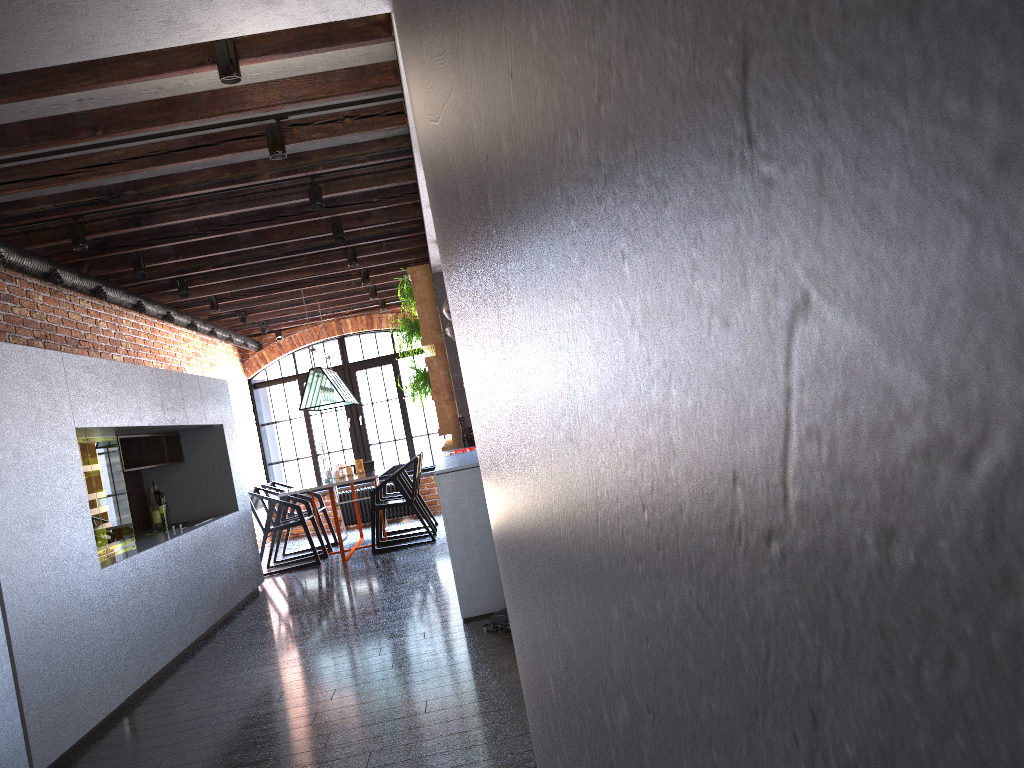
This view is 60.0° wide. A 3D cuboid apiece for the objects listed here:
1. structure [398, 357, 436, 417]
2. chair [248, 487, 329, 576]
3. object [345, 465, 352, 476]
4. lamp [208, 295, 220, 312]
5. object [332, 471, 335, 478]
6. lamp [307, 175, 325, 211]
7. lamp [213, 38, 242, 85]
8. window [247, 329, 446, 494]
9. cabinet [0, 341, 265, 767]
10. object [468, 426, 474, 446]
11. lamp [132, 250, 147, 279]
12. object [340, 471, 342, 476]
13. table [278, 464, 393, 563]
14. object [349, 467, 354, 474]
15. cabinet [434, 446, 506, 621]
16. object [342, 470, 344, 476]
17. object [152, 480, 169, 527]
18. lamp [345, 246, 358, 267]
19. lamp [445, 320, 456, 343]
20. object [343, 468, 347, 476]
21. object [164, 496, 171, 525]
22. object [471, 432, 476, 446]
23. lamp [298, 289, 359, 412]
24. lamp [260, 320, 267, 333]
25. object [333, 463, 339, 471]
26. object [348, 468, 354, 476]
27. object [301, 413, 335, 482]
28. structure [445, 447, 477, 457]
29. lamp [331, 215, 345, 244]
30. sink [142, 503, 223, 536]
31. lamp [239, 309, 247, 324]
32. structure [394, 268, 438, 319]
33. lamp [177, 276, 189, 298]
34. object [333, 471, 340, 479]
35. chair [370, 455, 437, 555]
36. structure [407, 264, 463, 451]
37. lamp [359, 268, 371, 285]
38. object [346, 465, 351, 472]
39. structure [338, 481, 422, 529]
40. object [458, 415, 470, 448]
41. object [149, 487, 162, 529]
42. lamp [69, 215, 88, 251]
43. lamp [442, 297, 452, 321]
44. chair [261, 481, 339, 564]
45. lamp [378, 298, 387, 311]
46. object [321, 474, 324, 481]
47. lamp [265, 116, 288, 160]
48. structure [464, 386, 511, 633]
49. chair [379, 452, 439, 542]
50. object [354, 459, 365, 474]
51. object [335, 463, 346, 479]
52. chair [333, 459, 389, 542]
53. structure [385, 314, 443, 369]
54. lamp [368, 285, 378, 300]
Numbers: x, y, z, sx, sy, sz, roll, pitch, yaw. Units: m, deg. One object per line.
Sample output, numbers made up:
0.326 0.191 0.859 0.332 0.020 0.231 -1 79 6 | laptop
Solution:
-0.764 0.037 8.226 0.422 0.620 0.570 -11 -1 15 | structure
-2.167 1.351 8.490 0.610 0.818 0.495 -11 -1 -4 | chair
-1.661 0.884 9.032 0.061 0.099 0.061 -12 -1 34 | object
-2.801 -0.778 8.351 0.124 0.189 0.083 -12 -1 30 | lamp
-1.833 0.934 9.165 0.060 0.073 0.060 -12 -1 27 | object
-1.198 -1.156 5.398 0.091 0.203 0.119 -10 -1 -25 | lamp
-1.074 -1.244 3.356 0.082 0.184 0.114 -10 -2 -39 | lamp
-2.024 0.310 11.378 3.145 2.232 0.177 -11 -1 14 | window
-2.504 0.836 5.533 0.713 1.808 4.175 -11 -1 -4 | cabinet
-0.356 0.455 7.812 0.048 0.180 0.048 -10 -1 -21 | object
-2.651 -0.850 6.314 0.092 0.209 0.140 -10 -1 -20 | lamp
-1.759 0.917 9.061 0.060 0.073 0.060 -12 -1 27 | object
-1.651 1.306 8.926 0.905 0.737 1.888 -11 -1 -4 | table
-1.687 0.909 9.292 0.060 0.073 0.060 -12 -1 27 | object
-0.149 0.898 6.387 0.607 0.844 2.961 -11 -1 -4 | cabinet
-1.769 0.921 9.164 0.060 0.073 0.060 -12 -1 27 | object
-2.796 0.948 7.051 0.095 0.369 0.109 -11 -1 -4 | object
-1.337 -1.085 7.429 0.082 0.184 0.116 -10 -2 -43 | lamp
-0.418 -0.672 7.469 0.367 0.747 0.367 -10 -2 -41 | lamp
-1.739 0.917 9.223 0.060 0.073 0.060 -10 -2 -42 | object
-2.785 1.016 7.131 0.047 0.235 0.047 -11 -1 -17 | object
-0.321 0.440 7.738 0.058 0.192 0.080 -12 -1 37 | object
-1.987 -0.384 9.146 0.465 1.267 1.258 -11 -1 -4 | lamp
-2.908 -0.694 10.380 0.093 0.206 0.160 -11 -1 -7 | lamp
-1.821 0.858 9.194 0.060 0.073 0.060 -10 -1 -27 | object
-1.623 0.884 8.923 0.049 0.080 0.049 -10 -1 -20 | object
-1.855 0.602 8.719 0.443 0.708 0.194 -11 -1 11 | object
-0.272 0.518 6.995 0.504 0.057 0.764 -11 -1 -4 | structure
-1.255 -1.115 6.408 0.093 0.210 0.145 -11 -1 -12 | lamp
-2.489 1.021 6.693 0.381 0.287 0.827 -11 -1 -4 | sink
-2.843 -0.736 9.389 0.093 0.201 0.162 -11 -1 -11 | lamp
-0.798 -0.816 8.233 0.570 0.620 0.422 -11 -1 -15 | structure
-2.713 -0.811 7.321 0.093 0.210 0.148 -11 -1 -17 | lamp
-1.777 0.919 8.998 0.060 0.073 0.060 -12 -1 27 | object
-1.103 1.148 8.565 0.610 0.818 0.495 -11 -1 -4 | chair
-0.717 0.152 9.420 0.206 2.381 2.830 -11 -1 -4 | structure
-1.400 -1.046 8.465 0.082 0.184 0.113 -10 -2 -37 | lamp
-1.676 0.889 9.116 0.061 0.099 0.061 -11 -1 3 | object
-1.642 1.496 11.017 1.115 0.476 0.106 -11 -1 14 | structure
-0.421 0.413 7.722 0.061 0.282 0.061 -11 -1 10 | object
-2.789 0.966 6.920 0.063 0.323 0.063 -12 -2 44 | object
-2.595 -0.901 5.301 0.082 0.184 0.110 -10 -1 -32 | lamp
-0.351 -0.758 6.304 0.364 0.664 0.364 -10 -1 -21 | lamp
-2.218 1.381 9.282 0.610 0.818 0.495 -11 -1 -4 | chair
-1.530 -0.966 10.506 0.082 0.184 0.112 -10 -1 -36 | lamp
-1.899 0.942 9.002 0.060 0.073 0.060 -12 -1 27 | object
-1.141 -1.205 4.346 0.121 0.184 0.082 -11 -1 -12 | lamp
3.494 -0.596 6.263 8.510 2.393 0.482 -10 -1 -23 | structure
-1.154 1.179 9.356 0.610 0.818 0.495 -11 -1 -4 | chair
-1.573 0.850 9.146 0.086 0.140 0.086 -11 -1 -14 | object
-1.721 0.871 8.884 0.086 0.140 0.086 -10 -1 -31 | object
-1.719 1.302 9.913 0.495 0.818 0.610 -11 -1 -4 | chair
-0.893 -0.426 8.198 0.570 0.620 0.422 -10 -2 -35 | structure
-1.475 -1.003 9.514 0.124 0.184 0.082 -10 -1 -20 | lamp
